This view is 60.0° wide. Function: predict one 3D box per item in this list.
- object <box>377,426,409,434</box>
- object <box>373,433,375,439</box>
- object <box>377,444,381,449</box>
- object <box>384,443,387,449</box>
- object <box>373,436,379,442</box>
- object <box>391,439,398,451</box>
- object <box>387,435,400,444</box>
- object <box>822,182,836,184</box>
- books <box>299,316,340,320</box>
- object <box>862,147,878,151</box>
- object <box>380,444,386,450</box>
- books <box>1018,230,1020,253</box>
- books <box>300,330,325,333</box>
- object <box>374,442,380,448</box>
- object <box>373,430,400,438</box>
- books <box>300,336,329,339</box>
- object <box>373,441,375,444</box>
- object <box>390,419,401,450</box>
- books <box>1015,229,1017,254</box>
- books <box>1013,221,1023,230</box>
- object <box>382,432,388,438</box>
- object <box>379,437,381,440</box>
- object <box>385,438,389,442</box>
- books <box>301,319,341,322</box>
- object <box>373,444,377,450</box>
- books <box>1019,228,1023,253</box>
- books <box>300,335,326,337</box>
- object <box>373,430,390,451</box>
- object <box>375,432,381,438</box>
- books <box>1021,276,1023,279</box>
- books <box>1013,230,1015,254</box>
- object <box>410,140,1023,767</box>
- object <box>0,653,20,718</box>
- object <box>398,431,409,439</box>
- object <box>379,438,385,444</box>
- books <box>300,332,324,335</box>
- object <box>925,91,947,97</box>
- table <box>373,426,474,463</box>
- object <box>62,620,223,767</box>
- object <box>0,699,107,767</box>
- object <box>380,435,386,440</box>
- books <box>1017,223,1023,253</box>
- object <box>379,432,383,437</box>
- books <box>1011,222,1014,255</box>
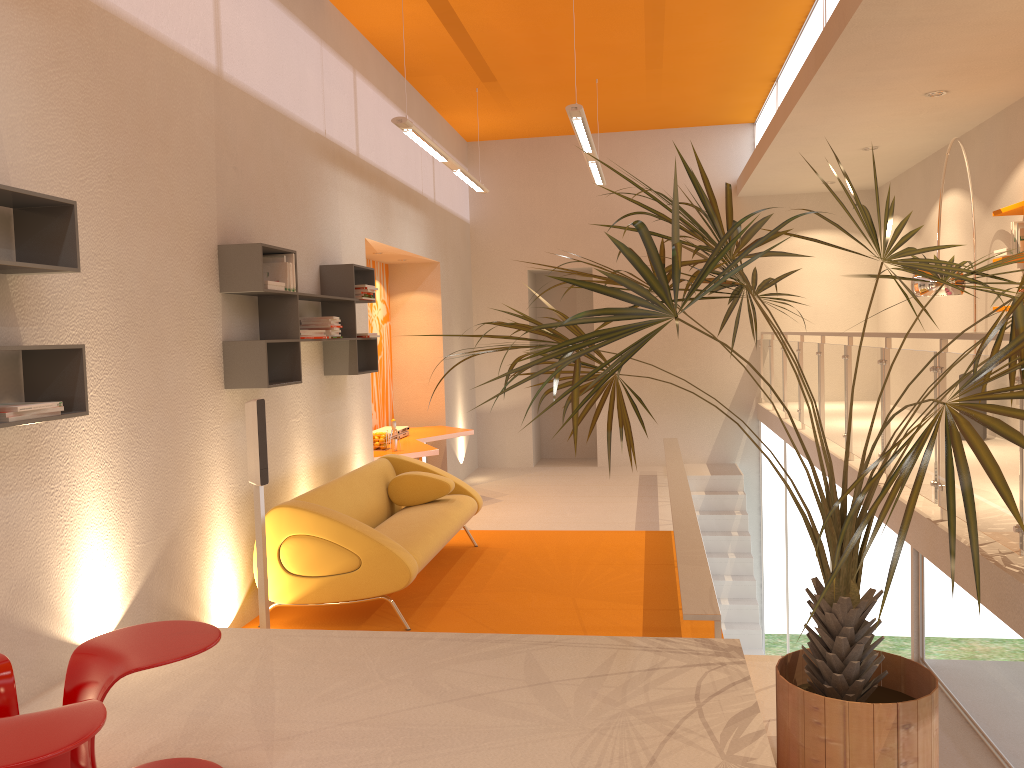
[{"bbox_3d":[-1.202,0.468,8.961,0.262,0.049,0.349,-1,3,9],"label":"object"},{"bbox_3d":[-1.256,0.469,7.958,0.059,0.060,0.050,1,4,44],"label":"object"},{"bbox_3d":[-1.214,0.556,8.037,0.057,0.060,0.052,-4,4,-40],"label":"object"},{"bbox_3d":[-1.157,0.561,8.024,0.061,0.053,0.053,-2,3,-3],"label":"object"},{"bbox_3d":[-1.225,0.497,7.983,0.061,0.051,0.055,1,4,38],"label":"object"},{"bbox_3d":[-1.045,0.542,7.882,0.060,0.106,0.060,1,4,41],"label":"object"},{"bbox_3d":[-1.255,0.537,8.614,0.262,0.049,0.349,-1,3,9],"label":"object"},{"bbox_3d":[3.664,-2.345,10.252,0.143,0.059,0.143,-3,3,-19],"label":"object"},{"bbox_3d":[-1.281,-0.435,5.898,0.230,0.017,0.226,-2,3,-1],"label":"books"},{"bbox_3d":[3.362,-2.230,8.327,0.143,0.059,0.143,-3,3,-19],"label":"object"},{"bbox_3d":[-1.159,0.563,7.963,0.053,0.053,0.061,-2,3,-1],"label":"object"},{"bbox_3d":[3.611,-0.987,6.125,0.207,0.156,0.009,-1,3,9],"label":"books"},{"bbox_3d":[-1.322,-0.326,5.543,0.190,0.015,0.254,0,3,25],"label":"books"},{"bbox_3d":[-1.210,0.546,7.955,0.052,0.053,0.062,-2,3,-9],"label":"object"},{"bbox_3d":[-1.257,0.489,8.611,0.262,0.049,0.349,-1,3,9],"label":"object"},{"bbox_3d":[-1.321,-0.286,5.552,0.210,0.013,0.297,0,3,24],"label":"books"},{"bbox_3d":[-1.260,0.526,8.028,0.051,0.053,0.062,-4,4,-38],"label":"object"},{"bbox_3d":[-1.053,0.451,7.890,0.101,0.288,0.088,-3,3,-21],"label":"object"},{"bbox_3d":[3.628,-0.996,6.162,0.230,0.169,0.027,-1,3,9],"label":"books"},{"bbox_3d":[3.635,-1.028,6.210,0.230,0.227,0.017,-1,3,9],"label":"books"},{"bbox_3d":[-1.152,0.467,8.044,0.057,0.060,0.052,0,4,32],"label":"object"},{"bbox_3d":[-1.183,0.506,8.028,0.064,0.053,0.051,-5,4,-43],"label":"object"},{"bbox_3d":[-1.150,0.505,8.074,0.063,0.051,0.053,-1,3,13],"label":"object"},{"bbox_3d":[-1.268,-0.419,5.894,0.190,0.015,0.254,-2,3,5],"label":"books"},{"bbox_3d":[-1.241,0.569,7.985,0.050,0.055,0.061,-2,3,0],"label":"object"},{"bbox_3d":[3.622,-0.993,6.108,0.230,0.169,0.023,-1,3,9],"label":"books"},{"bbox_3d":[-1.324,-0.298,5.548,0.190,0.011,0.268,0,3,25],"label":"books"},{"bbox_3d":[-1.224,0.506,8.019,0.207,0.174,0.189,-1,3,9],"label":"object"},{"bbox_3d":[-1.218,0.463,8.024,0.051,0.053,0.063,-5,4,-44],"label":"object"},{"bbox_3d":[3.576,-0.724,5.937,0.226,0.017,0.230,-1,3,9],"label":"books"},{"bbox_3d":[3.624,-0.997,6.191,0.230,0.169,0.027,-1,3,9],"label":"books"},{"bbox_3d":[1.145,0.247,3.103,3.098,2.600,3.241,-1,3,17],"label":"object"},{"bbox_3d":[-1.554,0.999,2.370,0.420,0.450,0.391,-1,3,9],"label":"object"},{"bbox_3d":[-1.206,0.517,8.965,0.250,0.049,0.349,-1,3,9],"label":"object"},{"bbox_3d":[-1.166,0.513,7.952,0.053,0.055,0.060,-2,3,-3],"label":"object"},{"bbox_3d":[-1.327,-0.311,5.538,0.190,0.015,0.254,-1,3,20],"label":"books"},{"bbox_3d":[3.060,-2.115,6.404,0.143,0.059,0.143,-3,3,-19],"label":"object"},{"bbox_3d":[-0.995,0.926,8.775,0.969,0.760,2.573,-1,3,9],"label":"table"},{"bbox_3d":[-1.052,0.972,2.569,0.391,0.450,0.420,1,4,39],"label":"object"},{"bbox_3d":[-1.126,1.004,2.025,0.391,0.450,0.420,-3,3,-21],"label":"object"},{"bbox_3d":[-1.160,0.482,7.992,0.053,0.051,0.063,-2,3,-1],"label":"object"},{"bbox_3d":[3.611,-1.014,6.140,0.207,0.210,0.021,-1,3,9],"label":"books"},{"bbox_3d":[-1.192,0.462,8.078,0.063,0.051,0.053,-2,3,1],"label":"object"},{"bbox_3d":[3.631,-1.029,6.230,0.230,0.227,0.017,-1,3,9],"label":"books"}]
